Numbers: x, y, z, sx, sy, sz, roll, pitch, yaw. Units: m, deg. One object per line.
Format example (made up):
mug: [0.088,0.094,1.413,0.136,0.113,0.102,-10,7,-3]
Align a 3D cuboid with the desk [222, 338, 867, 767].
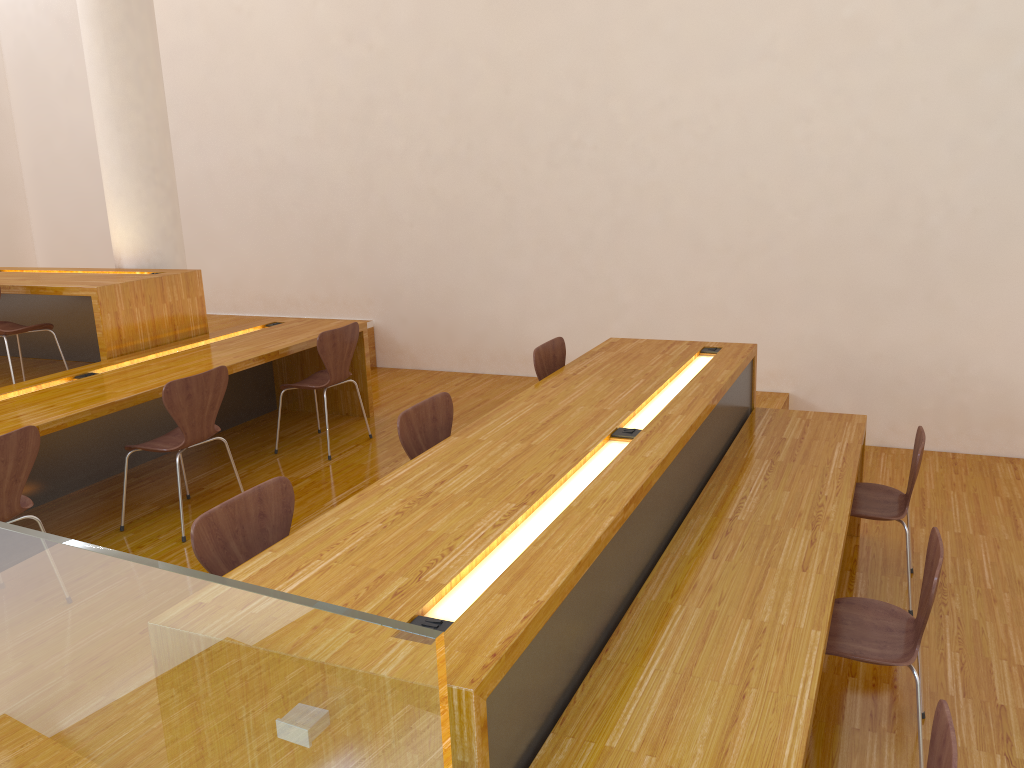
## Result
desk: [0.474,0.617,3.119,1.285,0.918,3.236,4,15,24]

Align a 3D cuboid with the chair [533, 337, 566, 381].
chair: [0.339,0.153,4.171,0.381,0.693,0.428,4,15,24]

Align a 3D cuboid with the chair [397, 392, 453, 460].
chair: [-0.147,0.412,3.196,0.381,0.693,0.428,4,15,24]

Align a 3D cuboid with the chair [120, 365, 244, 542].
chair: [-1.497,0.278,3.962,0.381,0.693,0.428,4,15,24]

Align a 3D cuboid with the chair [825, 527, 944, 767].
chair: [1.093,0.801,2.733,0.381,0.693,0.428,4,15,24]

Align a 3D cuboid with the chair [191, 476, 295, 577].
chair: [-0.539,0.639,2.337,0.381,0.693,0.428,4,15,24]

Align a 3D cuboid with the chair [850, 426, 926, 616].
chair: [1.510,0.537,3.739,0.381,0.693,0.428,4,15,24]

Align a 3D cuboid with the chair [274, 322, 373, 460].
chair: [-1.081,0.014,4.967,0.381,0.693,0.428,4,15,24]

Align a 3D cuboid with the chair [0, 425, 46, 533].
chair: [-1.889,0.505,3.103,0.381,0.693,0.428,4,15,24]

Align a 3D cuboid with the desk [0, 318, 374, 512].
desk: [-1.876,0.257,4.311,0.760,0.606,3.185,4,15,24]

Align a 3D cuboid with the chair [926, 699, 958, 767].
chair: [0.701,1.028,1.874,0.381,0.693,0.428,4,15,24]

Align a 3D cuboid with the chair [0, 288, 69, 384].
chair: [-2.744,-0.273,4.860,0.428,0.693,0.381,4,15,24]

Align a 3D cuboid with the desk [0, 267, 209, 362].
desk: [-3.437,-0.394,5.625,3.185,0.606,0.760,4,15,24]
